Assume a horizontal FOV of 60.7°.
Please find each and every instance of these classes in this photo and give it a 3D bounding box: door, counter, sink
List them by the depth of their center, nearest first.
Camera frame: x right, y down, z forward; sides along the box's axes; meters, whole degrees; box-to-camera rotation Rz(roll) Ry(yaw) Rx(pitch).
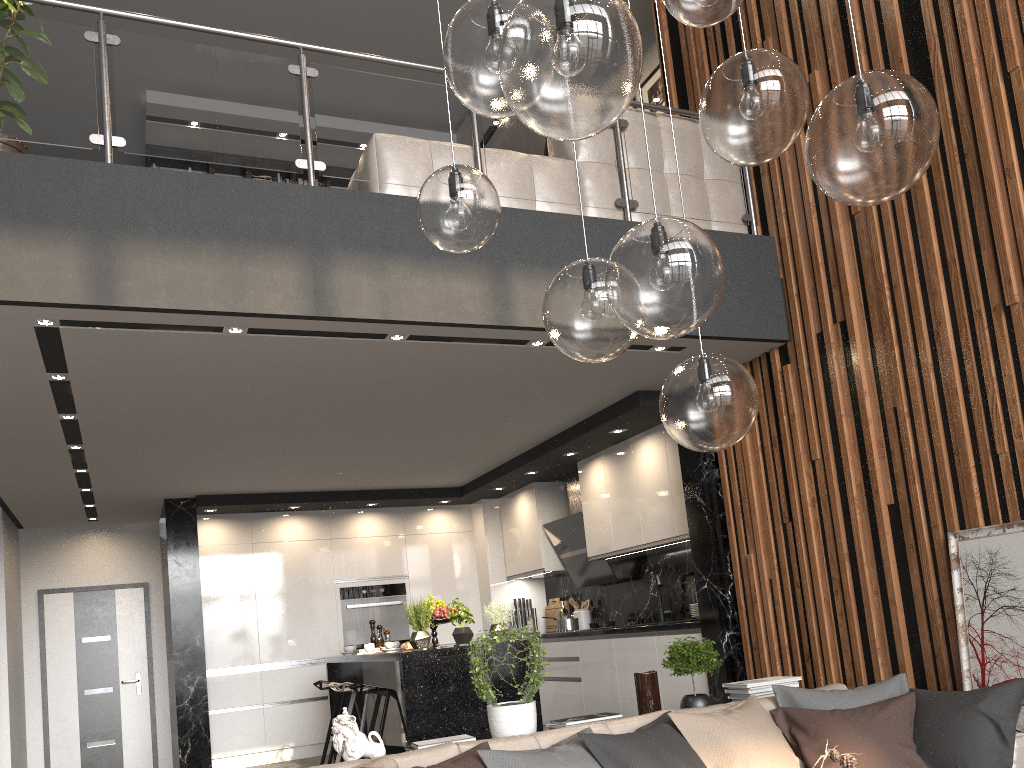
[{"bbox_3d":[1.023,1.737,6.699,0.497,0.533,1.146,-1,-15,-24],"label":"sink"},{"bbox_3d":[0.794,2.028,7.199,0.609,0.039,3.562,1,-17,-23],"label":"counter"},{"bbox_3d":[-3.965,2.975,8.413,0.972,2.036,0.173,-2,-8,-24],"label":"door"}]

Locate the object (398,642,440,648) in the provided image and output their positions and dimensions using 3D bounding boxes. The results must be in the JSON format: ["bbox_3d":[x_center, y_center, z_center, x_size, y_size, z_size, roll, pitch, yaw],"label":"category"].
[{"bbox_3d":[-0.812,2.203,7.366,0.290,0.029,0.413,1,-17,-24],"label":"object"}]

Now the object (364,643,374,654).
[{"bbox_3d":[-1.042,1.936,6.404,0.078,0.069,0.085,-11,-13,24],"label":"object"}]

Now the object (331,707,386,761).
[{"bbox_3d":[-0.615,1.444,3.530,0.207,0.283,0.139,-5,-8,-5],"label":"object"}]

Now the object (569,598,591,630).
[{"bbox_3d":[0.644,2.104,8.038,0.174,0.298,0.162,-2,-9,-21],"label":"object"}]

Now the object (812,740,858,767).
[{"bbox_3d":[0.574,1.000,1.700,0.322,0.589,0.547,-12,-12,35],"label":"object"}]

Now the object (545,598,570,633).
[{"bbox_3d":[0.438,2.276,8.626,0.097,0.322,0.412,-3,-12,-24],"label":"object"}]

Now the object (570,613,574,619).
[{"bbox_3d":[0.538,2.244,8.250,0.180,0.159,0.280,-1,-14,-24],"label":"object"}]

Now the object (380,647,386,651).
[{"bbox_3d":[-0.904,1.921,6.348,0.074,0.042,0.132,2,-17,-31],"label":"object"}]

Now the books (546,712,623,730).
[{"bbox_3d":[0.316,1.557,3.953,0.325,0.097,0.211,1,-15,-24],"label":"books"}]

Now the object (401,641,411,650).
[{"bbox_3d":[-0.726,1.845,6.175,0.131,0.058,0.072,0,-14,-24],"label":"object"}]

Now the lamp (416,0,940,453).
[{"bbox_3d":[0.080,-2.339,2.027,1.228,4.885,1.260,-2,-8,-27],"label":"lamp"}]

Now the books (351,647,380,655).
[{"bbox_3d":[-1.065,2.057,6.764,0.322,0.037,0.177,1,-17,-25],"label":"books"}]

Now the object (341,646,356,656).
[{"bbox_3d":[-1.291,2.127,6.982,0.158,0.068,0.157,-15,-17,33],"label":"object"}]

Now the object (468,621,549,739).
[{"bbox_3d":[-0.013,1.320,3.830,0.386,0.563,0.220,3,-12,-43],"label":"object"}]

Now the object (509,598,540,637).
[{"bbox_3d":[0.111,2.322,8.738,0.321,0.364,0.068,-1,-8,-24],"label":"object"}]

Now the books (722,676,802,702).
[{"bbox_3d":[1.241,1.537,4.316,0.332,0.147,0.205,0,-14,-23],"label":"books"}]

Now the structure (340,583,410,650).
[{"bbox_3d":[-1.437,2.353,8.755,0.654,0.617,0.670,-1,-13,-24],"label":"structure"}]

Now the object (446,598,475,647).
[{"bbox_3d":[-0.330,1.538,5.666,0.178,0.305,0.177,-4,-9,-14],"label":"object"}]

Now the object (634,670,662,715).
[{"bbox_3d":[0.640,1.480,4.099,0.109,0.262,0.112,-3,-9,-19],"label":"object"}]

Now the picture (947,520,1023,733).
[{"bbox_3d":[2.125,1.043,3.535,0.101,0.975,0.749,-3,-10,-24],"label":"picture"}]

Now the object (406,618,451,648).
[{"bbox_3d":[-0.530,1.706,5.969,0.372,0.183,0.373,-13,-16,28],"label":"object"}]

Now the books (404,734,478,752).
[{"bbox_3d":[-0.281,1.550,3.689,0.347,0.097,0.200,1,-15,-24],"label":"books"}]

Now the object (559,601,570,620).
[{"bbox_3d":[0.508,2.210,8.334,0.089,0.277,0.083,-3,-8,-24],"label":"object"}]

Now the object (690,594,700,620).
[{"bbox_3d":[1.388,1.536,6.079,0.300,0.190,0.314,-1,-14,-21],"label":"object"}]

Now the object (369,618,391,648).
[{"bbox_3d":[-1.079,2.080,7.282,0.151,0.277,0.204,2,-12,-41],"label":"object"}]

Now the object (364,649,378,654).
[{"bbox_3d":[-1.028,1.943,6.355,0.131,0.026,0.028,-13,-13,25],"label":"object"}]

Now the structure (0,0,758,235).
[{"bbox_3d":[-1.209,-0.715,5.651,4.216,0.722,3.479,1,-17,-24],"label":"structure"}]

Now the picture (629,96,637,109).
[{"bbox_3d":[0.787,-2.099,7.451,0.025,0.639,1.021,-3,-13,-24],"label":"picture"}]

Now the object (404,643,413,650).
[{"bbox_3d":[-0.718,1.830,6.121,0.074,0.057,0.062,-5,-11,-3],"label":"object"}]

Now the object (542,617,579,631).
[{"bbox_3d":[0.448,2.126,7.773,0.200,0.150,0.358,2,-16,-33],"label":"object"}]

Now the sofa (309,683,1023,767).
[{"bbox_3d":[0.591,1.542,2.775,3.240,0.799,1.933,1,-16,-24],"label":"sofa"}]

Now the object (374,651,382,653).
[{"bbox_3d":[-0.911,1.936,6.344,0.192,0.011,0.197,-8,-16,8],"label":"object"}]

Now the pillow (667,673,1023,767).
[{"bbox_3d":[1.345,1.503,3.549,1.386,0.535,0.781,-7,-13,6],"label":"pillow"}]

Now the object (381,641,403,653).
[{"bbox_3d":[-0.807,1.768,5.876,0.158,0.069,0.157,-15,-17,33],"label":"object"}]

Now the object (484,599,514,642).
[{"bbox_3d":[-0.083,1.564,5.802,0.220,0.278,0.217,-4,-10,-11],"label":"object"}]

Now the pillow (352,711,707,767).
[{"bbox_3d":[0.037,1.501,3.079,1.939,0.488,0.558,1,-14,-25],"label":"pillow"}]

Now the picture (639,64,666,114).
[{"bbox_3d":[1.133,-2.225,6.684,0.025,0.401,0.519,-3,-12,-24],"label":"picture"}]

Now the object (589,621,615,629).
[{"bbox_3d":[0.734,2.053,7.470,0.354,0.059,0.237,10,-21,-44],"label":"object"}]

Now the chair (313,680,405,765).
[{"bbox_3d":[-1.084,2.494,6.280,0.433,0.718,1.780,-2,-15,-24],"label":"chair"}]

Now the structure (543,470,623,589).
[{"bbox_3d":[0.623,1.274,7.735,0.412,1.007,0.758,-2,-11,-24],"label":"structure"}]

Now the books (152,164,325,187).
[{"bbox_3d":[-1.546,-0.853,8.391,3.434,2.278,0.217,0,-9,-24],"label":"books"}]

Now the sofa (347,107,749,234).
[{"bbox_3d":[-0.092,-0.857,5.611,2.274,0.763,2.356,1,-16,-24],"label":"sofa"}]

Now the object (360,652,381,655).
[{"bbox_3d":[-0.965,1.950,6.357,0.227,0.003,0.235,1,-17,-24],"label":"object"}]

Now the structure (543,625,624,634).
[{"bbox_3d":[0.622,2.134,7.592,0.509,0.059,0.618,1,-17,-24],"label":"structure"}]

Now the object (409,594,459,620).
[{"bbox_3d":[-0.543,1.548,6.000,0.347,0.210,0.328,1,-15,-27],"label":"object"}]

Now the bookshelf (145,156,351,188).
[{"bbox_3d":[-1.545,-0.807,8.394,3.516,2.459,0.254,0,-9,-24],"label":"bookshelf"}]

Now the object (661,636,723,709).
[{"bbox_3d":[0.869,1.418,4.218,0.313,0.399,0.275,-11,-11,25],"label":"object"}]

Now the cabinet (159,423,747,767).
[{"bbox_3d":[-0.682,1.563,6.772,3.614,3.164,6.390,-1,-15,-24],"label":"cabinet"}]

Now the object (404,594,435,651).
[{"bbox_3d":[-0.579,1.512,5.582,0.198,0.360,0.189,-9,-9,20],"label":"object"}]

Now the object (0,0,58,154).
[{"bbox_3d":[-2.207,-1.494,3.787,0.773,1.436,0.540,-5,-8,-4],"label":"object"}]
